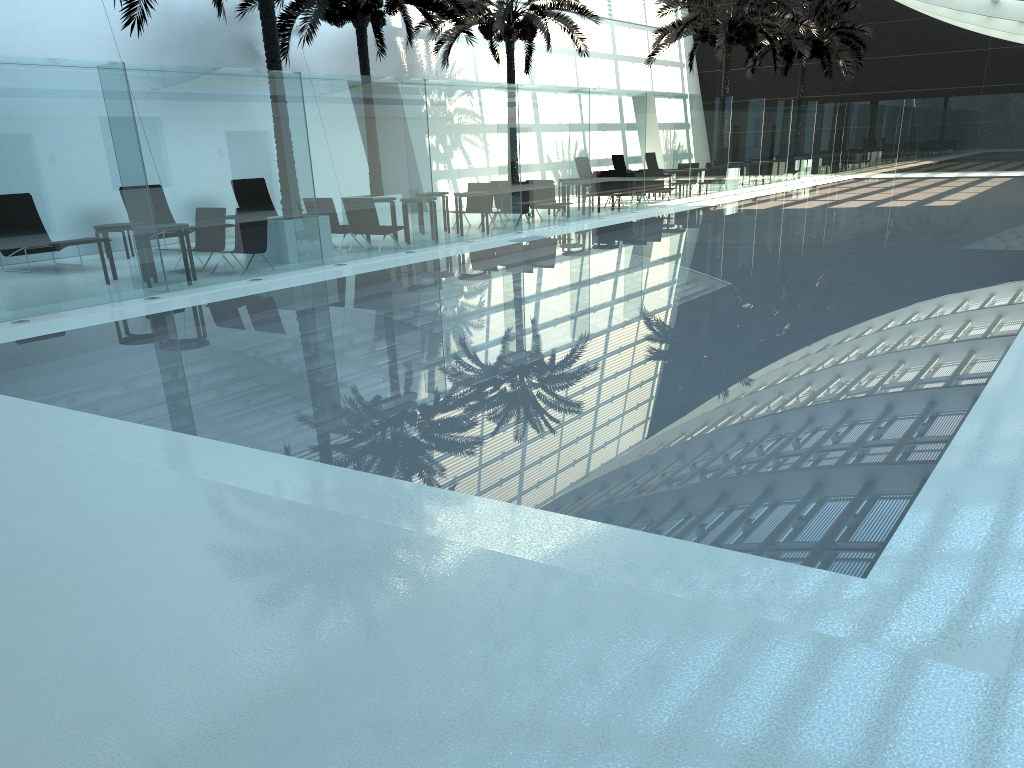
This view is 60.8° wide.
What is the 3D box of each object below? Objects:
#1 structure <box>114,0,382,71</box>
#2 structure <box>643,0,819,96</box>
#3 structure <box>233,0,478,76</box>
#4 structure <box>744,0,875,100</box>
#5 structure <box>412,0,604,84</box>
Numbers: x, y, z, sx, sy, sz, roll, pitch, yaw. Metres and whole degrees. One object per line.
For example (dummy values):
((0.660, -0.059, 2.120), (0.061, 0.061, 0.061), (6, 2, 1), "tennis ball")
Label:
((-3.811, -5.485, 13.013), (4.342, 7.430, 4.647), (-18, 26, -35), "structure")
((6.803, -9.866, 27.481), (4.770, 7.431, 4.227), (8, 23, 26), "structure")
((-3.271, -7.042, 18.993), (4.635, 7.233, 4.030), (2, 22, 12), "structure")
((11.342, -11.727, 33.622), (4.451, 7.430, 4.530), (2, 21, 12), "structure")
((-0.115, -8.467, 23.620), (4.591, 7.298, 4.070), (-10, 23, -21), "structure")
